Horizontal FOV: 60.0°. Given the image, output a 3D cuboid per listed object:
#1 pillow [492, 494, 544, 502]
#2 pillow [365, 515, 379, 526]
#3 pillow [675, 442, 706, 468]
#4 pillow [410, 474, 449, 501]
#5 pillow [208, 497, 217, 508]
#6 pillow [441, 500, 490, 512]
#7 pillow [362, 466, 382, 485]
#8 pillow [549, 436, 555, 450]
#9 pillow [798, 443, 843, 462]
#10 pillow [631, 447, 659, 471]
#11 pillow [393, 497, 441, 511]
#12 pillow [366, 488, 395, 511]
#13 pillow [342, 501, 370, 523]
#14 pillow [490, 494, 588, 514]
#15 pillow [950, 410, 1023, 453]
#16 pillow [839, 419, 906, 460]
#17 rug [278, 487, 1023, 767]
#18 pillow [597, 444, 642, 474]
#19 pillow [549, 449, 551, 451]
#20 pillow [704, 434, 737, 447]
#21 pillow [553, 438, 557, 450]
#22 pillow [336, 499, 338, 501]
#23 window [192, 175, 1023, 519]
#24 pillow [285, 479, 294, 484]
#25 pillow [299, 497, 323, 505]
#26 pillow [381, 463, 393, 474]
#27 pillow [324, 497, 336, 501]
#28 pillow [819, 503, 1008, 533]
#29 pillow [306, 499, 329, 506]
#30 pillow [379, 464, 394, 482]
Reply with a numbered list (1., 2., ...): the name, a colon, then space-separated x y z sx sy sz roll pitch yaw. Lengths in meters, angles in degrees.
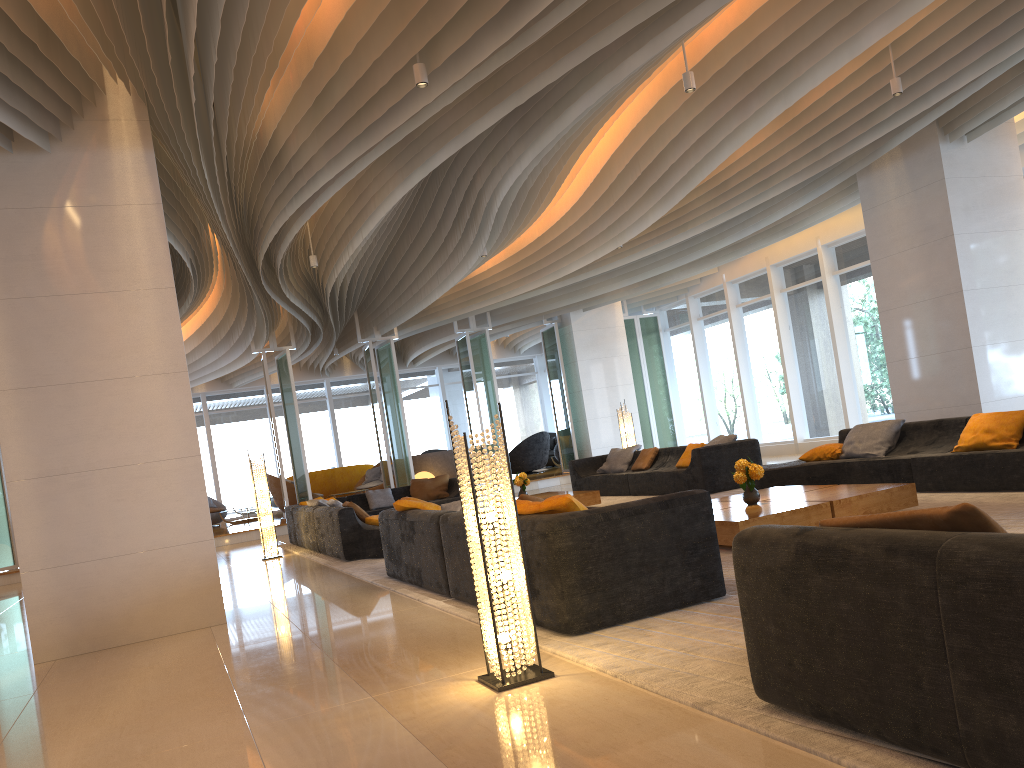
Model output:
1. pillow: 0.118 0.859 5.489 0.448 0.409 0.597 -8 -3 -21
2. pillow: -1.353 1.486 9.734 0.408 0.135 0.419 -10 -4 11
3. pillow: 2.395 0.955 11.888 0.324 0.312 0.405 -8 -3 -21
4. pillow: -1.309 1.662 14.098 0.639 0.377 0.548 -9 -3 -1
5. pillow: -7.134 2.729 20.568 0.458 0.408 0.510 -11 -3 35
6. pillow: -0.253 1.022 6.442 0.424 0.376 0.582 -8 -3 -21
7. pillow: -3.203 2.087 20.620 0.614 0.454 0.477 -10 -3 29
8. pillow: 1.009 1.732 25.281 0.611 0.422 0.369 -8 -2 -20
9. pillow: 3.269 0.721 9.237 0.444 0.192 0.594 -11 -4 32
10. pillow: 1.951 1.103 13.012 0.325 0.312 0.404 -8 -3 -25
11. pillow: -0.656 1.081 7.238 0.547 0.377 0.639 -9 -3 -1
12. pillow: -2.040 1.782 13.761 0.411 0.312 0.319 -8 -2 -21
13. pillow: -1.700 1.450 9.926 0.331 0.311 0.421 -8 -3 -21
14. pillow: 0.281 0.769 4.870 0.555 0.377 0.631 -6 -4 -45
15. pillow: 4.066 0.437 7.501 0.454 0.393 0.632 -8 -3 -23
16. pillow: 3.547 0.591 8.802 0.466 0.416 0.660 -8 -3 -22
17. rug: 1.875 1.181 7.271 5.564 0.022 16.097 -7 -4 -22
18. pillow: 1.655 1.175 13.791 0.555 0.377 0.631 -6 -4 -45
19. pillow: 0.746 1.770 24.968 0.628 0.454 0.467 -7 -3 -36
20. pillow: 2.592 0.863 11.424 0.547 0.377 0.639 -9 -3 -1
21. pillow: 1.409 1.707 25.153 0.503 0.408 0.465 -9 -2 4
22. pillow: -2.410 1.726 12.088 0.407 0.319 0.334 -11 -3 35
23. window: 4.746 -0.885 10.835 53.856 3.216 22.436 -11 -5 32
24. pillow: -4.577 2.169 18.704 0.478 0.454 0.613 -7 -3 -41
25. pillow: -2.939 1.872 13.364 0.337 0.316 0.414 -11 -3 39
26. pillow: -2.821 2.001 20.519 0.377 0.422 0.598 -7 -3 -44
27. pillow: -2.422 1.688 11.916 0.418 0.335 0.329 -11 -3 33
28. pillow: 1.218 0.490 2.465 0.400 0.391 0.601 -8 -3 -20
29. pillow: -2.340 1.660 11.589 0.552 0.376 0.646 -7 -3 -27
30. pillow: -2.776 2.012 20.100 0.467 0.408 0.500 -8 -3 -20
